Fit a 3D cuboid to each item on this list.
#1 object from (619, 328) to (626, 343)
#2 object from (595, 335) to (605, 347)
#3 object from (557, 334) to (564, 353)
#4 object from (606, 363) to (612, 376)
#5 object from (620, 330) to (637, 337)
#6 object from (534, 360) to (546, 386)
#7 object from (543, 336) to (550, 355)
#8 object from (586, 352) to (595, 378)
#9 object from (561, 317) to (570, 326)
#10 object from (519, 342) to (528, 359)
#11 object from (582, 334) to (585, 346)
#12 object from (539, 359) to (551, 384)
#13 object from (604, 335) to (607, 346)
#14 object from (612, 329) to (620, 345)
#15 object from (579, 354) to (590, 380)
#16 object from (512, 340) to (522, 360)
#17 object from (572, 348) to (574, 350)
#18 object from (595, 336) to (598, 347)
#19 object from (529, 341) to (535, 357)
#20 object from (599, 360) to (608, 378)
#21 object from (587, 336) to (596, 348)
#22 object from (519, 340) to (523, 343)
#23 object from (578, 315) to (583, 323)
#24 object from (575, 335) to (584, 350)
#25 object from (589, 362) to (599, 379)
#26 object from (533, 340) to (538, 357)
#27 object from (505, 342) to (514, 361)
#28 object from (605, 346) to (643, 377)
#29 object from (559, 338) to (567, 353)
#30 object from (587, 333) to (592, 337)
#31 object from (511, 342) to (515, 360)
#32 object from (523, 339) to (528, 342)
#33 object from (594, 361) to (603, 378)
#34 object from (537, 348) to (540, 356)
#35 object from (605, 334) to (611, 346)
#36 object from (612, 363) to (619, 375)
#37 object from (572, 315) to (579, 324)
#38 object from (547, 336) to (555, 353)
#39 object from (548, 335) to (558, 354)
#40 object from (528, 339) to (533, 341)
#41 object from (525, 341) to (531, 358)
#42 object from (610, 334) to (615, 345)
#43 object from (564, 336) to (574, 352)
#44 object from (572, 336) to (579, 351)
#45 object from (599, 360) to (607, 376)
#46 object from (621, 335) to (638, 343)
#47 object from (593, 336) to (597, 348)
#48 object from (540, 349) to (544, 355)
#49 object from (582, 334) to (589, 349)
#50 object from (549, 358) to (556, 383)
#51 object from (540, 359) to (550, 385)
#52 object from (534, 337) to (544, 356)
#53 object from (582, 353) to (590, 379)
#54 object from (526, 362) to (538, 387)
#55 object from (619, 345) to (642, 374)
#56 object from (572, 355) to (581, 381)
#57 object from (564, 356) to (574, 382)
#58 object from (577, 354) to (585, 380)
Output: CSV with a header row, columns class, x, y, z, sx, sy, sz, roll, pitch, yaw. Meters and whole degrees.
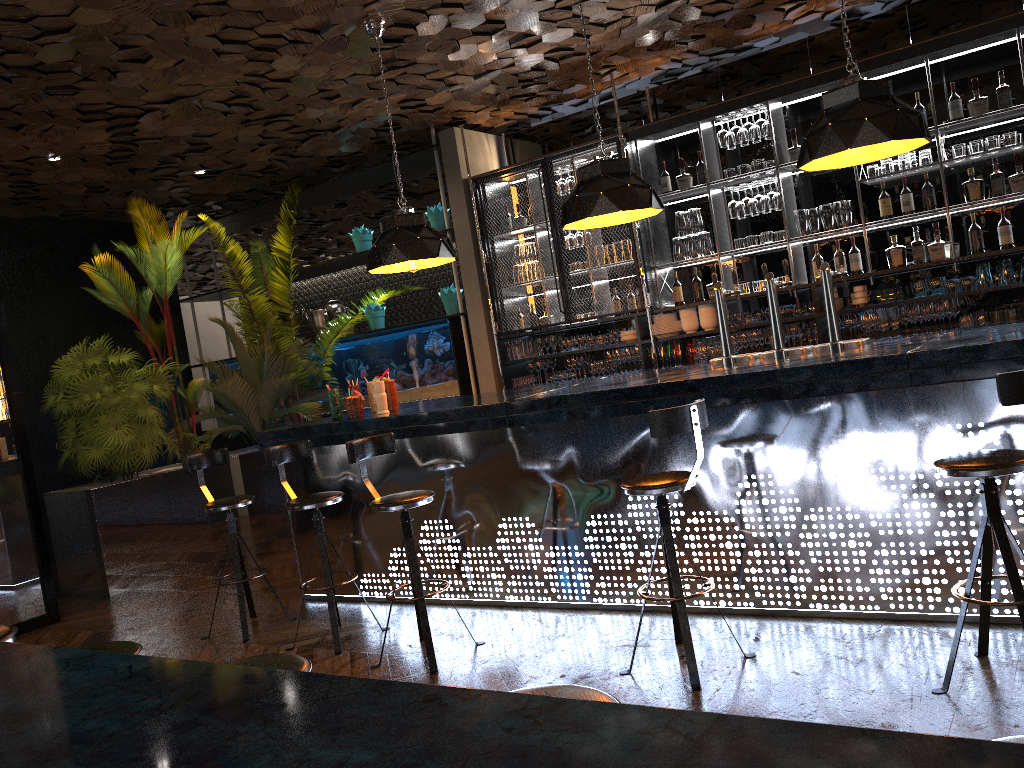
class,x,y,z,sx,sy,sz,roll,pitch,yaw
object,0.990,-0.432,7.957,0.074,0.131,0.074,-11,3,-43
object,0.776,-0.374,7.782,0.078,0.099,0.078,-9,2,1
object,0.456,-0.378,8.262,0.087,0.170,0.087,-9,2,-6
object,0.864,-0.147,7.952,0.074,0.146,0.065,-11,3,-33
object,1.041,-0.436,7.686,0.209,0.060,0.211,-10,2,-12
object,0.260,-0.100,8.175,0.091,0.227,0.091,-11,3,-33
object,0.324,-0.355,8.223,0.087,0.170,0.087,-9,2,-6
object,0.721,-0.171,8.096,0.088,0.229,0.077,-8,3,35
object,0.493,-0.575,8.152,0.077,0.080,0.077,-10,2,-17
object,0.108,-0.313,8.244,0.051,0.152,0.058,-7,3,39
object,0.652,-0.387,8.182,0.081,0.132,0.081,-9,2,6
object,0.312,-0.118,8.433,0.091,0.227,0.091,-7,3,37
object,0.798,-0.381,7.875,0.078,0.099,0.078,-9,2,1
object,0.918,-0.414,7.794,0.074,0.131,0.074,-11,3,-43
object,0.651,-0.156,7.996,0.088,0.229,0.077,-8,3,33
object,0.048,-0.318,8.305,0.067,0.174,0.067,-10,2,-17
object,0.555,-0.372,8.187,0.081,0.132,0.081,-9,2,6
object,0.772,-0.384,8.002,0.078,0.103,0.078,-10,2,-13
object,0.180,-0.329,8.339,0.058,0.152,0.051,-9,2,-5
object,0.806,-0.134,7.863,0.074,0.146,0.065,-8,2,28
object,0.698,-0.366,7.843,0.078,0.103,0.078,-10,2,-13
object,0.084,-0.326,8.373,0.067,0.174,0.067,-10,3,-31
object,0.629,-0.600,8.238,0.077,0.080,0.077,-10,2,-17
object,0.606,-0.368,7.901,0.074,0.131,0.074,-11,3,-43
object,0.725,-0.123,7.912,0.074,0.146,0.065,-9,2,10
object,0.215,-0.336,8.387,0.058,0.152,0.051,-10,2,-30
object,-0.024,-0.307,8.340,0.067,0.174,0.067,-7,3,42
object,1.010,-0.204,7.770,0.376,0.227,0.186,-8,3,32
object,0.476,-0.355,8.064,0.081,0.132,0.081,-9,2,6
object,0.702,-0.389,8.044,0.074,0.131,0.074,-11,3,-43
object,0.019,-0.317,8.401,0.067,0.174,0.067,-10,2,-16
object,0.131,-0.336,8.449,0.067,0.174,0.067,-9,2,-6
object,0.780,-0.135,7.999,0.074,0.146,0.065,-11,3,-44
object,0.234,-0.341,8.444,0.058,0.152,0.051,-10,3,-32
object,0.849,-0.392,7.952,0.078,0.099,0.078,-9,2,1
object,0.923,-0.159,8.035,0.065,0.146,0.074,-11,3,-34
object,0.572,-0.585,8.085,0.077,0.080,0.077,-8,2,19
object,0.377,-0.361,8.141,0.087,0.170,0.087,-9,2,-6
object,0.379,-0.357,8.032,0.087,0.170,0.087,-9,2,-6
object,0.178,-0.347,8.521,0.067,0.174,0.067,-10,2,-16
object,0.143,-0.321,8.291,0.058,0.152,0.051,-7,3,38
object,0.898,-0.403,8.019,0.078,0.099,0.078,-9,2,1
object,0.516,-0.358,7.975,0.081,0.132,0.081,-9,2,6
object,0.579,-0.372,8.077,0.081,0.132,0.081,-9,2,6
object,0.833,-0.147,8.080,0.074,0.146,0.065,-10,2,-27
object,1.046,-0.396,7.688,0.211,0.060,0.209,-9,2,-7
object,0.724,-0.373,7.925,0.078,0.103,0.078,-10,2,-13
object,0.268,-0.349,8.491,0.051,0.152,0.058,-9,2,-5
object,0.655,-0.379,7.972,0.074,0.131,0.074,-11,3,-43
object,0.386,-0.127,8.355,0.091,0.227,0.091,-9,2,-3
object,0.319,-0.112,8.260,0.091,0.227,0.091,-9,2,-3
object,0.260,-0.341,8.125,0.087,0.170,0.087,-9,2,-6
object,0.663,-0.166,8.202,0.077,0.229,0.088,-9,2,8
object,0.184,-0.090,8.229,0.091,0.227,0.091,-9,2,-4
object,1.117,-0.227,7.933,0.376,0.227,0.186,-8,3,32
object,0.571,-0.146,8.056,0.088,0.229,0.077,-9,2,-7
object,0.520,-0.135,7.980,0.077,0.229,0.088,-11,3,-43
object,0.612,-0.155,8.126,0.088,0.229,0.077,-11,3,-40
